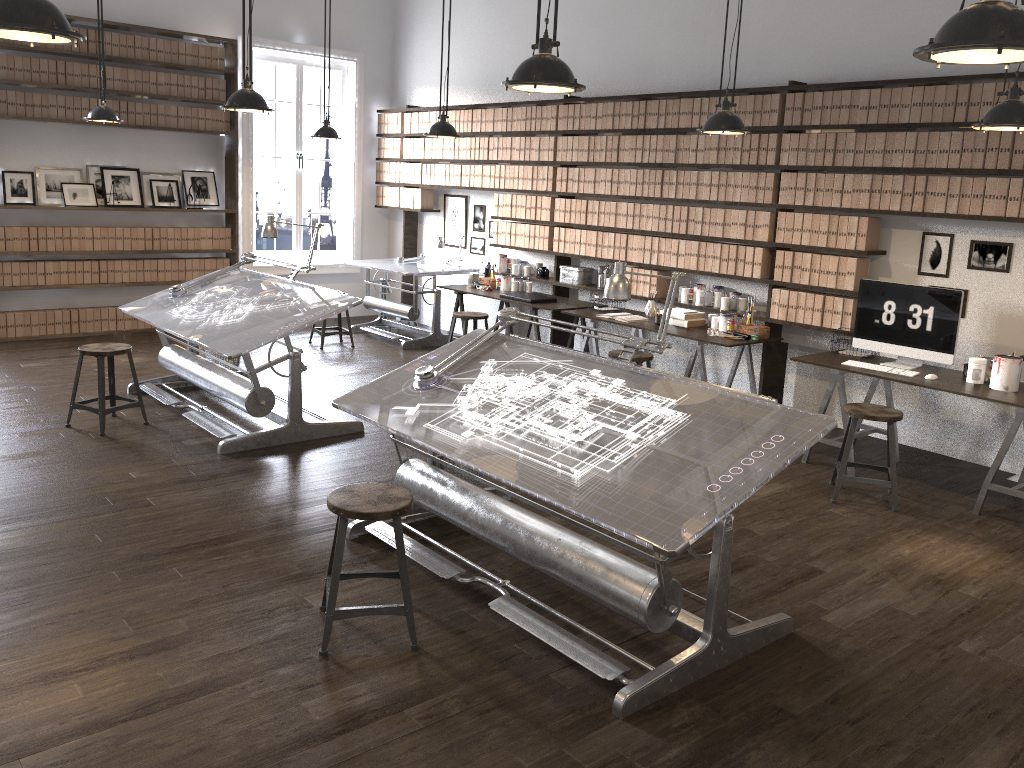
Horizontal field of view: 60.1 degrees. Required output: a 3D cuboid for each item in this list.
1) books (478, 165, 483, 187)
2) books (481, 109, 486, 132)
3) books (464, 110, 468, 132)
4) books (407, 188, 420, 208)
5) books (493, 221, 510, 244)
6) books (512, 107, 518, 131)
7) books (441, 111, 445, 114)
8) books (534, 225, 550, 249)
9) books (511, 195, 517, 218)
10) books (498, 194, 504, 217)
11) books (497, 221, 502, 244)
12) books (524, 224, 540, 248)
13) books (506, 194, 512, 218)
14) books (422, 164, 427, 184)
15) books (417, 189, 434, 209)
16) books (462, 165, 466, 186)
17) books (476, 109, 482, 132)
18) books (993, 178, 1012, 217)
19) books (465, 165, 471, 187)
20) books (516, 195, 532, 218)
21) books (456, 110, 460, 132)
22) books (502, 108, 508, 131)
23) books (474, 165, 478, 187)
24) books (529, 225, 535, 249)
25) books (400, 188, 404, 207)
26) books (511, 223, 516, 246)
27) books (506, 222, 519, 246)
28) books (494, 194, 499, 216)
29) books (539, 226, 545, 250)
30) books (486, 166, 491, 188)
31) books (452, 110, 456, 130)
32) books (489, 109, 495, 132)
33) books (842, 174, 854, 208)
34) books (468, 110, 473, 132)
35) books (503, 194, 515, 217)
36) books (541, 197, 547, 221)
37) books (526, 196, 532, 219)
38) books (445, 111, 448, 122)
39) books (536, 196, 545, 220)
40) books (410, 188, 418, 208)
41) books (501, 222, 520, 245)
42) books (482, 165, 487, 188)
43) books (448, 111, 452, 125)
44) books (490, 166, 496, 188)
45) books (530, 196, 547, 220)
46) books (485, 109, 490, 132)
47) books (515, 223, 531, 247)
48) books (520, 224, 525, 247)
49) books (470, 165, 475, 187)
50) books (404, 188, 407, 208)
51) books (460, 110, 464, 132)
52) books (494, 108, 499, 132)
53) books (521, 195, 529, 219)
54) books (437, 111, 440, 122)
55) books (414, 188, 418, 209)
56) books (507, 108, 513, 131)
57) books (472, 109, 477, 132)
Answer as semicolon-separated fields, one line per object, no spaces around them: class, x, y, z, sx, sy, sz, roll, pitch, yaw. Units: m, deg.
books;-0.258;-2.100;8.989;0.175;0.224;0.067;-6;14;-40
books;-0.220;-2.637;8.891;0.175;0.223;0.067;-6;14;-40
books;-0.406;-2.696;9.109;0.175;0.223;0.067;-7;14;-40
books;-1.095;-2.097;10.007;0.175;0.223;0.067;-7;14;-40
books;-0.101;-1.516;8.868;0.175;0.224;0.067;-7;14;-40
books;0.089;-2.541;8.531;0.175;0.223;0.067;-6;14;-40
books;-0.672;-2.779;9.418;0.175;0.223;0.067;-7;14;-40
books;0.300;-1.392;8.406;0.175;0.223;0.067;-7;14;-40
books;0.085;-1.728;8.629;0.175;0.223;0.067;-6;14;-40
books;-0.044;-1.767;8.775;0.175;0.223;0.067;-6;14;-40
books;-0.055;-1.503;8.821;0.175;0.223;0.067;-6;14;-40
books;0.210;-1.418;8.505;0.175;0.223;0.067;-7;14;-40
books;0.037;-1.740;8.676;0.175;0.224;0.067;-7;14;-40
books;-0.893;-2.300;9.737;0.175;0.223;0.067;-7;14;-40
books;-0.962;-2.055;9.853;0.175;0.223;0.067;-6;14;-40
books;-0.432;-2.157;9.204;0.175;0.223;0.067;-6;14;-40
books;-0.268;-2.651;8.941;0.175;0.223;0.067;-7;14;-40
books;2.937;-1.105;5.252;0.175;0.224;0.067;-7;14;-40
books;-0.390;-2.142;9.147;0.175;0.223;0.067;-6;14;-40
books;0.130;-1.713;8.576;0.175;0.223;0.067;-6;14;-40
books;-0.494;-2.721;9.201;0.175;0.224;0.067;-7;14;-40
books;-0.005;-2.568;8.632;0.175;0.224;0.067;-7;14;-40
books;-0.296;-2.114;9.044;0.175;0.223;0.067;-7;14;-40
books;0.256;-1.404;8.451;0.175;0.224;0.067;-6;14;-40
books;-1.185;-2.124;10.106;0.175;0.224;0.067;-6;14;-40
books;0.078;-1.462;8.667;0.175;0.223;0.067;-6;14;-40
books;0.030;-1.475;8.717;0.175;0.224;0.067;-7;14;-40
books;-0.092;-1.781;8.828;0.175;0.224;0.067;-7;14;-40
books;0.344;-1.379;8.358;0.175;0.223;0.067;-6;14;-40
books;-0.172;-2.074;8.894;0.175;0.223;0.067;-7;14;-40
books;-0.540;-2.735;9.256;0.175;0.223;0.067;-6;14;-40
books;-0.135;-2.609;8.783;0.175;0.224;0.067;-7;14;-40
books;2.315;-1.301;5.985;0.175;0.223;0.067;-6;14;-40
books;-0.363;-2.680;9.050;0.175;0.224;0.067;-6;14;-40
books;-0.002;-1.754;8.729;0.175;0.223;0.067;-6;14;-40
books;0.364;-1.639;8.299;0.175;0.223;0.067;-6;14;-40
books;0.222;-1.685;8.470;0.175;0.223;0.067;-7;14;-40
books;-0.626;-2.765;9.367;0.175;0.223;0.067;-7;14;-40
books;0.317;-1.655;8.358;0.175;0.223;0.067;-7;14;-40
books;-1.056;-2.083;9.954;0.175;0.224;0.067;-6;14;-40
books;-0.015;-1.490;8.773;0.175;0.223;0.067;-6;14;-40
books;-0.211;-2.087;8.942;0.175;0.223;0.067;-7;14;-40
books;-0.584;-2.750;9.312;0.175;0.223;0.067;-6;14;-40
books;-0.127;-2.060;8.838;0.175;0.224;0.067;-6;14;-40
books;0.266;-1.669;8.410;0.175;0.224;0.067;-6;14;-40
books;-0.174;-2.623;8.837;0.175;0.223;0.067;-6;14;-40
books;0.124;-1.448;8.616;0.175;0.223;0.067;-6;14;-40
books;0.166;-1.433;8.561;0.175;0.223;0.067;-7;14;-40
books;-0.342;-2.129;9.097;0.175;0.223;0.067;-7;14;-40
books;-1.137;-2.109;10.053;0.175;0.223;0.067;-7;14;-40
books;-0.450;-2.709;9.157;0.175;0.223;0.067;-6;14;-40
books;-0.089;-2.596;8.736;0.175;0.223;0.067;-6;14;-40
books;0.173;-1.699;8.520;0.175;0.223;0.067;-7;14;-40
books;-0.720;-2.792;9.468;0.175;0.224;0.067;-6;14;-40
books;-1.006;-2.070;9.906;0.175;0.223;0.067;-6;14;-40
books;0.043;-2.555;8.582;0.175;0.223;0.067;-6;14;-40
books;-0.310;-2.666;8.997;0.175;0.223;0.067;-7;14;-40
